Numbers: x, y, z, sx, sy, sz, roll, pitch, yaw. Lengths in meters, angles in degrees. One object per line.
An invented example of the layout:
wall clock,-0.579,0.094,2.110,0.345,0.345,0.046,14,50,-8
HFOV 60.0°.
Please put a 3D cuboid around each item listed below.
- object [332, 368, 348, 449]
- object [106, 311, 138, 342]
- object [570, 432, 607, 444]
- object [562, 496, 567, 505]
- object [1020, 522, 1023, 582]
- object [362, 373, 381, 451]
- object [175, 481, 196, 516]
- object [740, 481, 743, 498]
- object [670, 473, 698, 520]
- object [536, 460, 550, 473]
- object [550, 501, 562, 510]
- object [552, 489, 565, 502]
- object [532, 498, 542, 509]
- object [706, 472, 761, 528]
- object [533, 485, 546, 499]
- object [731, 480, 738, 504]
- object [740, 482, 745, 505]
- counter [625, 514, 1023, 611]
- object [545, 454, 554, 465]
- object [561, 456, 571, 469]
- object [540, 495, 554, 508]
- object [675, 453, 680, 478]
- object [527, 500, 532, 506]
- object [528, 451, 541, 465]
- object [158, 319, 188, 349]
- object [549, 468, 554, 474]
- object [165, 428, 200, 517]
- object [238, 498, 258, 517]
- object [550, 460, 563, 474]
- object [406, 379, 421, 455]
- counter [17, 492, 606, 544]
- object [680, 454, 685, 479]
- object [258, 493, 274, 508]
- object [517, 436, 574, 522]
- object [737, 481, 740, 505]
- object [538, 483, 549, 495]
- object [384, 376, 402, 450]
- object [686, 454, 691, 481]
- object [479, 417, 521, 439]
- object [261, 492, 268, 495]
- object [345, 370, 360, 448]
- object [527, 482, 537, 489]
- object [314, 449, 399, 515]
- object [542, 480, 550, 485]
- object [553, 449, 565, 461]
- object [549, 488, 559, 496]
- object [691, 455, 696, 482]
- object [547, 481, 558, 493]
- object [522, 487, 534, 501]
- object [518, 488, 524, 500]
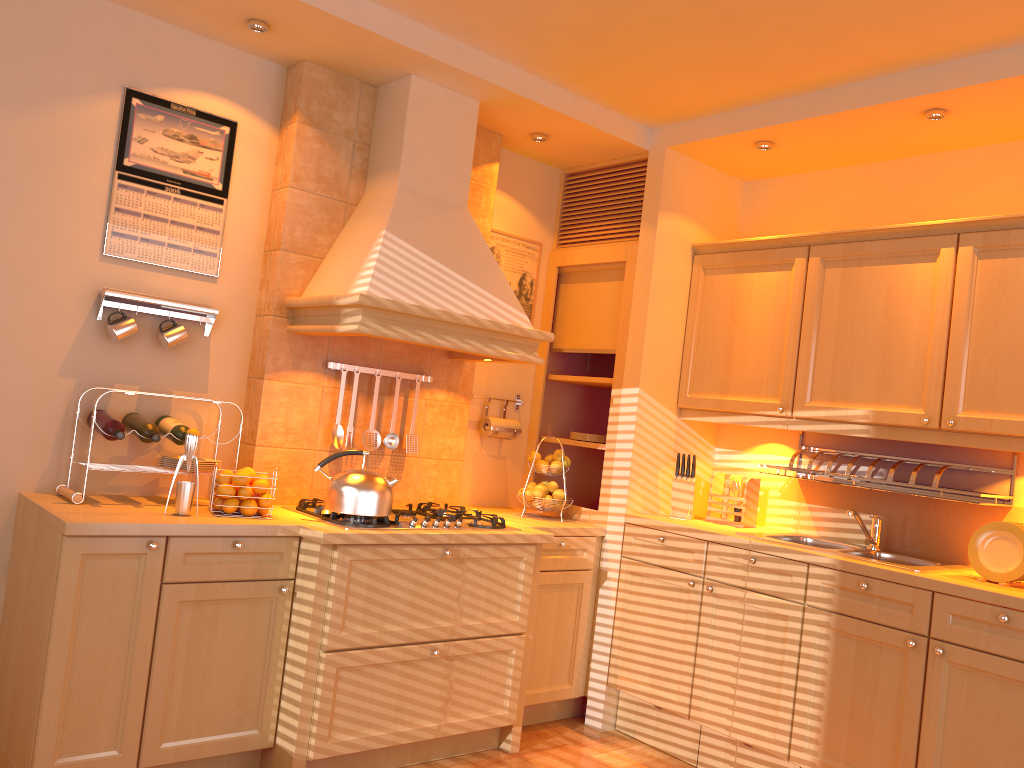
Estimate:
object,-0.680,0.098,3.534,0.055,0.323,0.028,8,-3,-40
object,-1.371,-0.200,3.124,0.066,0.111,0.103,5,-3,43
object,0.395,0.265,4.330,0.222,0.039,0.222,8,-2,-23
object,0.228,0.535,4.129,0.059,0.059,0.058,7,-2,4
object,1.738,0.575,3.043,0.049,0.200,0.205,8,-3,-39
object,-0.562,0.114,3.642,0.090,0.320,0.017,8,-3,-40
object,-1.074,0.376,2.907,0.060,0.106,0.060,6,-2,18
object,1.014,0.531,3.950,0.023,0.196,0.018,8,-3,-36
object,0.775,0.505,4.002,0.100,0.200,0.070,6,-2,23
object,0.140,0.380,4.072,0.064,0.058,0.063,6,-2,16
object,0.198,0.547,4.059,0.063,0.061,0.064,6,-2,28
object,0.214,0.504,4.010,0.063,0.060,0.064,8,-2,-25
object,0.116,0.541,4.052,0.052,0.056,0.057,6,-2,12
object,0.995,0.520,3.988,0.103,0.221,0.200,8,-3,-40
object,0.124,0.487,3.987,0.056,0.063,0.065,6,-2,26
object,0.987,0.524,3.937,0.042,0.192,0.040,6,-2,11
object,1.013,0.530,3.927,0.018,0.196,0.022,8,-3,-36
counter,1.303,0.665,3.413,0.600,0.038,1.800,8,-3,-40
object,0.176,0.350,4.105,0.050,0.051,0.051,7,-2,-16
object,0.243,0.363,4.098,0.058,0.060,0.057,7,-2,-19
object,0.157,0.531,4.008,0.064,0.062,0.064,5,-3,37
object,0.742,0.443,4.006,0.019,0.265,0.037,6,-2,14
object,0.094,0.545,4.100,0.046,0.043,0.047,6,-2,10
object,0.105,0.345,4.106,0.061,0.064,0.063,8,-3,-31
object,-1.237,-0.180,3.239,0.066,0.111,0.103,5,-3,43
object,0.200,0.388,4.120,0.058,0.059,0.058,7,-2,-9
object,-1.074,0.284,2.901,0.088,0.288,0.101,8,-3,-40
object,-0.904,0.423,3.039,0.074,0.063,0.064,5,-2,30
object,0.205,0.380,4.057,0.064,0.063,0.063,8,-2,-23
object,-0.410,0.138,3.770,0.061,0.323,0.020,8,-3,-40
counter,-0.566,0.527,3.419,2.250,0.038,0.770,8,-3,-40
object,0.762,0.445,3.998,0.019,0.265,0.038,5,-3,33
object,-0.848,0.404,3.056,0.052,0.054,0.061,7,-2,-13
object,0.163,0.429,4.093,0.265,0.376,0.265,6,-2,9
object,1.002,0.529,3.931,0.020,0.196,0.017,7,-2,-15
object,0.139,0.483,4.041,0.063,0.061,0.063,6,-2,23
object,-0.501,0.119,3.717,0.077,0.309,0.037,9,-3,-41
object,0.784,0.448,3.989,0.019,0.265,0.038,5,-3,33
object,-0.055,0.211,4.236,0.186,0.094,0.096,8,-3,-40
object,-0.880,0.395,3.118,0.051,0.055,0.061,7,-2,-11
object,-0.643,0.102,3.580,0.028,0.319,0.006,8,-3,-40
object,0.096,0.481,4.086,0.055,0.058,0.056,7,-2,-4
object,-0.544,0.345,3.189,0.242,0.215,0.251,5,-3,37
object,0.158,0.468,4.092,0.051,0.048,0.050,7,-2,-7
object,0.215,0.329,4.071,0.055,0.059,0.058,6,-2,6
object,0.200,0.503,4.094,0.057,0.059,0.058,6,-2,14
object,0.805,0.450,3.979,0.019,0.265,0.037,5,-3,33
object,0.186,0.468,4.034,0.049,0.052,0.050,8,-3,-33
object,0.076,0.501,4.032,0.063,0.063,0.063,8,-2,-29
object,0.055,0.508,4.095,0.056,0.057,0.053,6,-2,27
